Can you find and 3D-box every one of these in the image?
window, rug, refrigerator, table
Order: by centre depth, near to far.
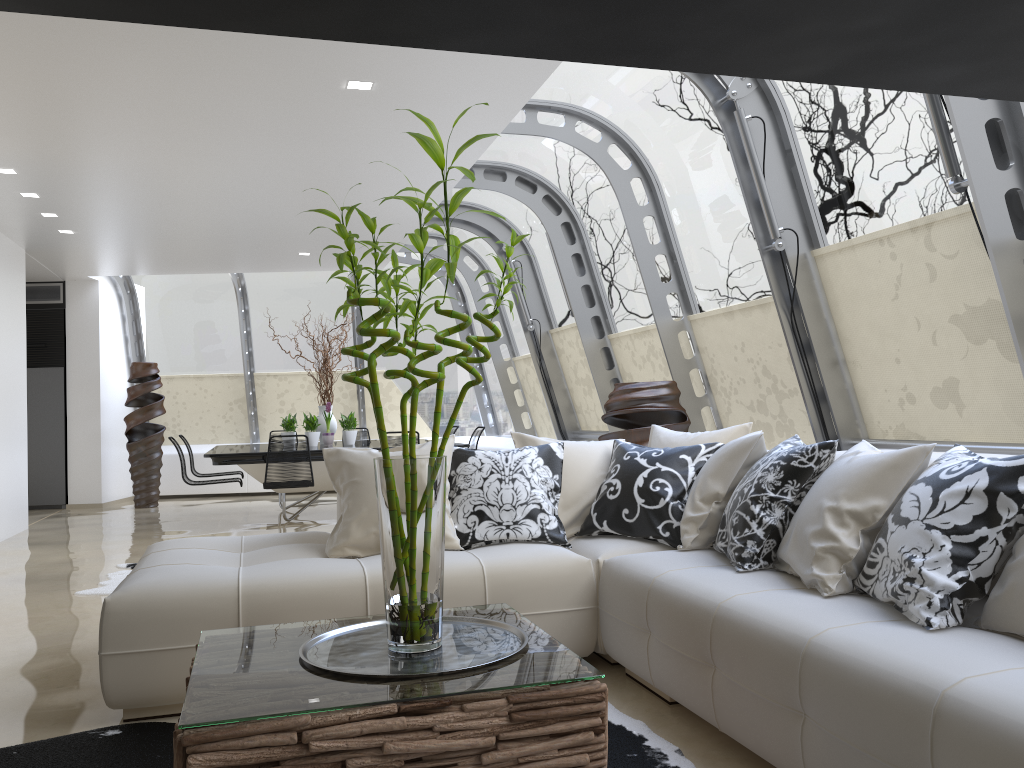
[{"bbox_3d":[-0.491,1.141,2.367,2.739,0.008,2.740,-1,-2,-30],"label":"rug"},{"bbox_3d":[-0.353,0.931,2.388,1.007,0.448,0.923,-1,-2,-16],"label":"table"},{"bbox_3d":[-5.851,-0.025,5.813,16.693,3.674,16.171,-1,-2,-10],"label":"window"},{"bbox_3d":[-1.321,1.298,6.440,3.220,0.008,2.705,-1,-2,-16],"label":"rug"},{"bbox_3d":[-2.004,1.051,9.787,2.494,0.759,3.031,-1,-2,-16],"label":"table"},{"bbox_3d":[-6.185,0.673,11.345,1.006,1.742,0.234,-2,-2,-3],"label":"refrigerator"}]

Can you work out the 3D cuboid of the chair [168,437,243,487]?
[{"bbox_3d":[-3.061,0.775,8.879,0.688,0.519,0.446,-1,-2,-16],"label":"chair"}]

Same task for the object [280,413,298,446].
[{"bbox_3d":[-2.467,0.503,9.841,0.215,0.369,0.284,-2,-2,22],"label":"object"}]

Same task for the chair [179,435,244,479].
[{"bbox_3d":[-3.419,0.826,10.103,0.688,0.519,0.446,-1,-2,-16],"label":"chair"}]

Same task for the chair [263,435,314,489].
[{"bbox_3d":[-2.052,0.722,8.125,0.446,0.519,0.688,-1,-2,-16],"label":"chair"}]

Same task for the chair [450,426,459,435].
[{"bbox_3d":[-1.005,0.779,10.811,0.688,0.519,0.446,-1,-2,-16],"label":"chair"}]

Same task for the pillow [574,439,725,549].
[{"bbox_3d":[0.611,0.495,3.976,0.599,0.483,0.405,-3,-3,42],"label":"pillow"}]

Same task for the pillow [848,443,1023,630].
[{"bbox_3d":[1.202,0.406,2.463,0.383,0.463,0.606,-2,-2,3],"label":"pillow"}]

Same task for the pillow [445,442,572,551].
[{"bbox_3d":[-0.049,0.504,3.986,0.604,0.471,0.394,-2,-2,-1],"label":"pillow"}]

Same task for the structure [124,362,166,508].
[{"bbox_3d":[-4.625,0.645,11.184,0.498,1.843,0.493,-1,-2,-5],"label":"structure"}]

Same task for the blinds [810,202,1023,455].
[{"bbox_3d":[2.065,-0.176,4.428,0.387,1.214,1.376,-1,-2,-16],"label":"blinds"}]

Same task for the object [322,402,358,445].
[{"bbox_3d":[-1.859,0.430,9.710,0.417,0.476,0.238,-2,-2,12],"label":"object"}]

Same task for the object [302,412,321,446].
[{"bbox_3d":[-2.147,0.482,9.485,0.215,0.369,0.284,-2,-2,17],"label":"object"}]

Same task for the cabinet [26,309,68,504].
[{"bbox_3d":[-6.804,0.360,11.628,2.252,2.558,0.831,-2,-2,-2],"label":"cabinet"}]

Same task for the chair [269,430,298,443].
[{"bbox_3d":[-2.861,0.843,11.146,0.446,0.519,0.688,-1,-2,-16],"label":"chair"}]

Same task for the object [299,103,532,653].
[{"bbox_3d":[-0.264,-0.054,2.477,0.673,1.546,0.584,-2,-2,23],"label":"object"}]

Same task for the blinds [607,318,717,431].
[{"bbox_3d":[1.235,0.038,7.376,0.329,1.027,1.430,-1,-2,-16],"label":"blinds"}]

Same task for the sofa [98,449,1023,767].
[{"bbox_3d":[0.313,0.706,2.852,3.257,0.866,4.169,-1,-2,-16],"label":"sofa"}]

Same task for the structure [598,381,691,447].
[{"bbox_3d":[0.882,0.613,5.802,0.672,1.258,0.674,0,-2,-39],"label":"structure"}]

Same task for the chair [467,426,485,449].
[{"bbox_3d":[-0.647,0.729,9.587,0.688,0.519,0.446,-1,-2,-16],"label":"chair"}]

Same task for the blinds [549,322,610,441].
[{"bbox_3d":[0.773,0.005,8.845,0.387,1.214,1.376,-1,-2,-16],"label":"blinds"}]

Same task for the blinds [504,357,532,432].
[{"bbox_3d":[0.059,0.753,12.008,0.663,2.118,1.829,-1,-2,-16],"label":"blinds"}]

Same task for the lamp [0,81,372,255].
[{"bbox_3d":[-5.577,-1.561,3.946,9.775,0.004,9.928,-1,-2,-16],"label":"lamp"}]

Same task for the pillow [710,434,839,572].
[{"bbox_3d":[0.956,0.434,3.303,0.382,0.467,0.608,-2,-2,3],"label":"pillow"}]

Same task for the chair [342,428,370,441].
[{"bbox_3d":[-1.973,0.826,11.407,0.446,0.519,0.688,-1,-2,-16],"label":"chair"}]

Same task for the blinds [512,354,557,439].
[{"bbox_3d":[0.371,0.159,10.329,0.329,1.027,1.430,-1,-2,-16],"label":"blinds"}]

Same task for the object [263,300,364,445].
[{"bbox_3d":[-2.220,-0.097,9.816,1.031,1.549,1.135,-1,-2,-24],"label":"object"}]

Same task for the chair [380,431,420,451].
[{"bbox_3d":[-1.095,0.703,8.406,0.446,0.519,0.688,-1,-2,-16],"label":"chair"}]

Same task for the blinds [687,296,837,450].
[{"bbox_3d":[1.667,-0.023,5.900,0.329,1.027,1.430,-1,-2,-16],"label":"blinds"}]

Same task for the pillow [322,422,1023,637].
[{"bbox_3d":[0.797,0.428,3.361,3.322,0.530,1.656,-3,-3,44],"label":"pillow"}]
